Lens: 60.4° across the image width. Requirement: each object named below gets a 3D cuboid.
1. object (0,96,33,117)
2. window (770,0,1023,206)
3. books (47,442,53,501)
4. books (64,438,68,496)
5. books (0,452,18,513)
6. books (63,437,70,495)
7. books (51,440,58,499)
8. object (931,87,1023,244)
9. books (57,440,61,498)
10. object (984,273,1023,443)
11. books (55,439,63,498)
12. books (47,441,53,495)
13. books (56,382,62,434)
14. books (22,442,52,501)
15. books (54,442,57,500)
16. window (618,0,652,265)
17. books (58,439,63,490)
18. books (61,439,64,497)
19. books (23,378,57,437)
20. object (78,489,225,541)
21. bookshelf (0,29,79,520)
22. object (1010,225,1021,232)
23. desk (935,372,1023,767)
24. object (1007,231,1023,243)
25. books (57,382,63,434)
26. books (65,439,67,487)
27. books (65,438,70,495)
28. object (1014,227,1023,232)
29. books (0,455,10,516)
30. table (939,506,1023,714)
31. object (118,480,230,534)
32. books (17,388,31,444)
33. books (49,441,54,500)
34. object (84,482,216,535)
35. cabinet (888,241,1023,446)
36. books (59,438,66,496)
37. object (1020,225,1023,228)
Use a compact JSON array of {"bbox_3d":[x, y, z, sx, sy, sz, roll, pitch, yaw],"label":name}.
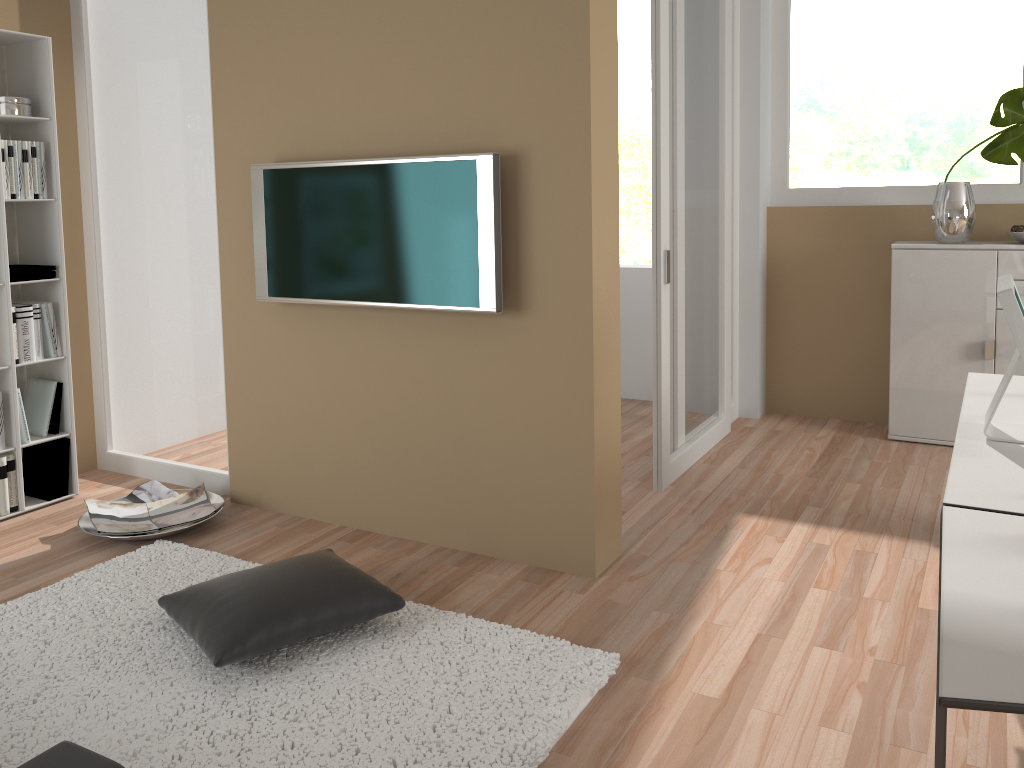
[{"bbox_3d":[-2.285,-1.251,3.994,0.191,0.089,0.195,-5,11,-18],"label":"object"},{"bbox_3d":[3.206,-1.850,4.627,3.645,1.776,0.045,5,7,29],"label":"window"},{"bbox_3d":[-2.227,0.400,4.131,0.212,0.266,0.032,3,6,29],"label":"books"},{"bbox_3d":[-2.190,0.385,4.199,0.211,0.266,0.032,3,6,30],"label":"books"},{"bbox_3d":[-2.313,0.434,3.973,0.208,0.255,0.040,3,7,29],"label":"books"},{"bbox_3d":[-2.185,0.383,4.208,0.211,0.266,0.032,3,6,30],"label":"books"},{"bbox_3d":[-2.215,0.395,4.155,0.211,0.266,0.032,3,6,30],"label":"books"},{"bbox_3d":[2.686,-1.164,4.634,0.859,0.835,0.268,3,7,26],"label":"object"},{"bbox_3d":[-2.206,0.392,4.170,0.211,0.266,0.032,3,6,30],"label":"books"},{"bbox_3d":[1.420,-0.071,2.429,0.198,0.426,0.472,2,9,29],"label":"object"},{"bbox_3d":[-2.203,0.390,4.174,0.212,0.266,0.032,3,6,29],"label":"books"},{"bbox_3d":[-2.228,0.396,4.138,0.214,0.268,0.032,3,6,29],"label":"books"},{"bbox_3d":[-2.222,0.105,4.189,0.219,0.240,0.043,4,7,30],"label":"books"},{"bbox_3d":[-2.231,0.401,4.127,0.211,0.266,0.032,3,6,30],"label":"books"},{"bbox_3d":[-2.217,0.395,4.151,0.211,0.266,0.032,3,6,30],"label":"books"},{"bbox_3d":[1.842,-3.601,11.617,12.068,5.892,2.103,1,6,12],"label":"window"},{"bbox_3d":[-2.204,0.387,4.181,0.214,0.268,0.032,3,6,29],"label":"books"},{"bbox_3d":[-2.202,0.386,4.185,0.214,0.268,0.032,3,6,29],"label":"books"},{"bbox_3d":[-2.241,0.109,4.160,0.208,0.243,0.086,3,7,30],"label":"books"},{"bbox_3d":[-1.544,0.578,3.792,0.585,0.063,0.595,0,12,4],"label":"object"},{"bbox_3d":[-2.481,-0.443,3.735,0.333,2.116,1.050,2,7,29],"label":"bookshelf"},{"bbox_3d":[2.678,-0.811,4.672,0.056,0.064,0.053,0,8,8],"label":"object"},{"bbox_3d":[1.685,0.480,2.458,0.806,0.677,1.623,4,12,29],"label":"desk"},{"bbox_3d":[2.769,-0.768,4.609,0.314,0.063,0.319,-2,12,-6],"label":"object"},{"bbox_3d":[-2.218,0.105,4.196,0.211,0.235,0.043,4,7,30],"label":"books"},{"bbox_3d":[-2.193,0.386,4.194,0.211,0.266,0.032,3,6,30],"label":"books"},{"bbox_3d":[-2.188,0.381,4.203,0.219,0.271,0.032,3,6,30],"label":"books"},{"bbox_3d":[2.668,-0.793,4.620,0.056,0.060,0.055,-4,8,-17],"label":"object"},{"bbox_3d":[-2.329,0.442,3.935,0.208,0.255,0.040,3,7,29],"label":"books"},{"bbox_3d":[1.176,0.717,1.372,0.928,0.679,0.822,4,10,26],"label":"table"},{"bbox_3d":[-1.542,0.549,3.852,0.500,0.095,0.347,5,13,29],"label":"object"},{"bbox_3d":[-2.287,0.136,4.011,0.208,0.257,0.060,3,7,29],"label":"books"},{"bbox_3d":[-2.226,0.396,4.142,0.214,0.268,0.032,3,6,29],"label":"books"},{"bbox_3d":[-1.554,0.548,3.801,0.501,0.095,0.347,-8,13,-30],"label":"object"},{"bbox_3d":[2.825,-0.195,4.624,1.527,1.071,0.421,4,8,29],"label":"cabinet"},{"bbox_3d":[-2.194,0.385,4.188,0.217,0.269,0.032,3,6,29],"label":"books"},{"bbox_3d":[2.721,-0.817,4.704,0.054,0.063,0.057,-3,8,-11],"label":"object"}]
